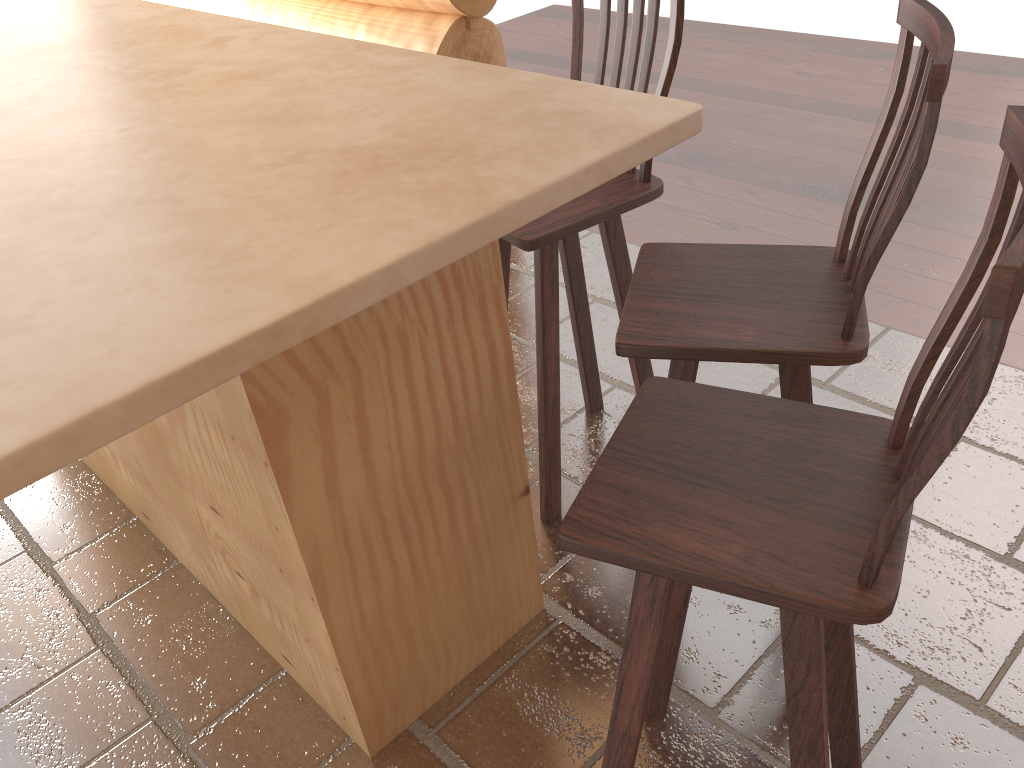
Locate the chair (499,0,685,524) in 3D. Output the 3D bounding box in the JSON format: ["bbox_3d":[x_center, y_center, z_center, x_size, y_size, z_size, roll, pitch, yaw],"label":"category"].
[{"bbox_3d":[0.138,-0.326,2.261,0.504,1.319,0.406,-26,39,-24],"label":"chair"}]

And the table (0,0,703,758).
[{"bbox_3d":[-1.187,-0.194,2.370,1.196,1.257,3.220,-33,42,-32],"label":"table"}]

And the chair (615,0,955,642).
[{"bbox_3d":[0.475,-0.011,1.752,0.504,1.319,0.406,3,36,15],"label":"chair"}]

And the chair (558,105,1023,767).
[{"bbox_3d":[0.374,0.292,1.340,0.504,1.319,0.406,11,39,24],"label":"chair"}]
